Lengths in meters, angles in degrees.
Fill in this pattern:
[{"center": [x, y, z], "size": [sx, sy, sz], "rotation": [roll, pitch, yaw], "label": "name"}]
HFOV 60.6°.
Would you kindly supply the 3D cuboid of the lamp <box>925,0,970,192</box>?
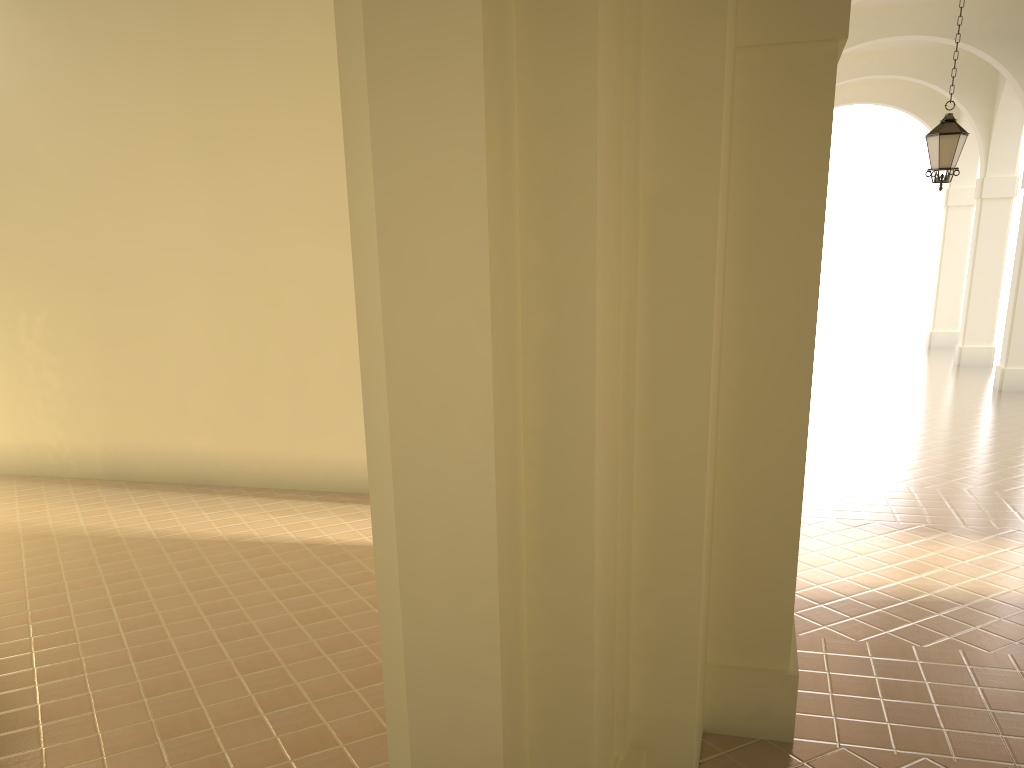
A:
[{"center": [5.308, -4.054, 10.436], "size": [0.509, 3.456, 0.424], "rotation": [3, 17, 15], "label": "lamp"}]
